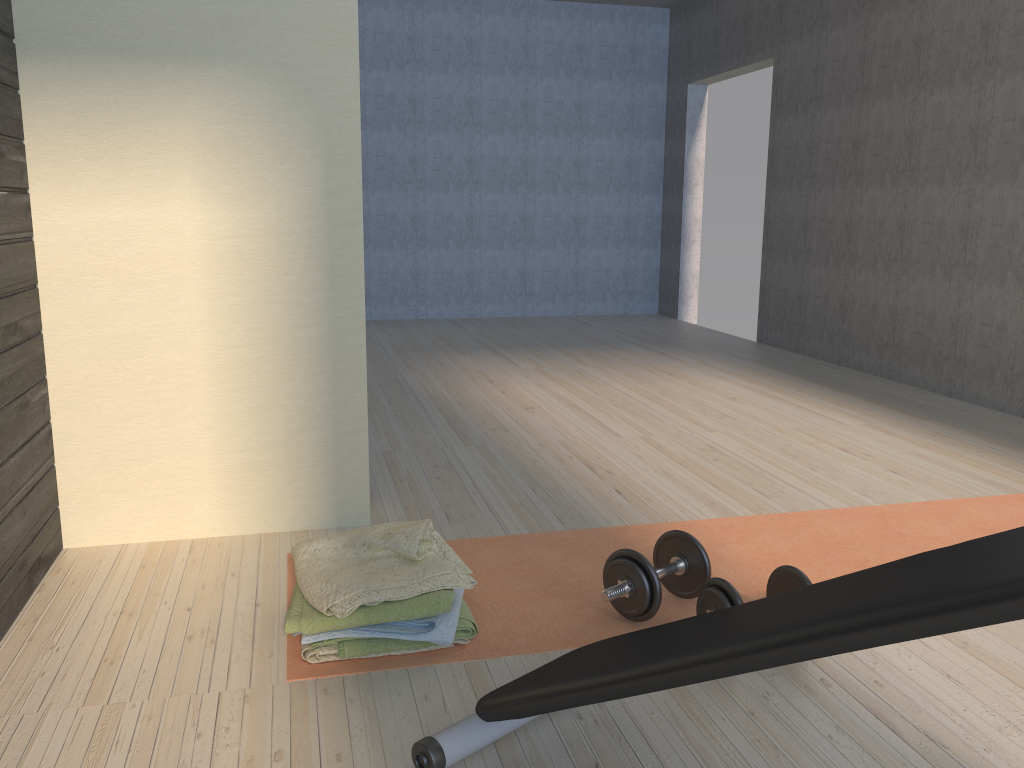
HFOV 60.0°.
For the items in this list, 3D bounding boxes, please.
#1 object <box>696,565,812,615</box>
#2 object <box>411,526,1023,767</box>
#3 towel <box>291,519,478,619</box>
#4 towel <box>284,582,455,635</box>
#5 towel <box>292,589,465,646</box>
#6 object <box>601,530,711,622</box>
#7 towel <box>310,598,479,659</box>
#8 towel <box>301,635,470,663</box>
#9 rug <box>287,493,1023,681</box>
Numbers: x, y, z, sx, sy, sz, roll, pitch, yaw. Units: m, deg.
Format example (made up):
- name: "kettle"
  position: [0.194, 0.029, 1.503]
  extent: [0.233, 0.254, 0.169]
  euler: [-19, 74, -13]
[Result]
- name: "object"
  position: [0.557, 0.512, 2.005]
  extent: [0.385, 0.176, 0.176]
  euler: [-4, 12, -22]
- name: "object"
  position: [0.461, 0.373, 1.200]
  extent: [0.505, 0.746, 1.312]
  euler: [-10, 15, -44]
- name: "towel"
  position: [-0.311, 0.413, 2.075]
  extent: [0.384, 0.123, 0.373]
  euler: [-6, 13, -30]
- name: "towel"
  position: [-0.328, 0.470, 2.064]
  extent: [0.376, 0.085, 0.371]
  euler: [-1, 11, -9]
- name: "towel"
  position: [-0.306, 0.503, 2.085]
  extent: [0.383, 0.078, 0.383]
  euler: [1, 11, 3]
- name: "object"
  position: [0.356, 0.467, 2.176]
  extent: [0.385, 0.176, 0.176]
  euler: [-9, 15, -41]
- name: "towel"
  position: [-0.296, 0.524, 2.111]
  extent: [0.380, 0.081, 0.367]
  euler: [-3, 12, -16]
- name: "towel"
  position: [-0.317, 0.546, 2.119]
  extent: [0.376, 0.044, 0.371]
  euler: [-3, 11, -15]
- name: "rug"
  position: [0.794, 0.498, 2.520]
  extent: [2.779, 0.002, 0.716]
  euler: [-2, 11, -14]
